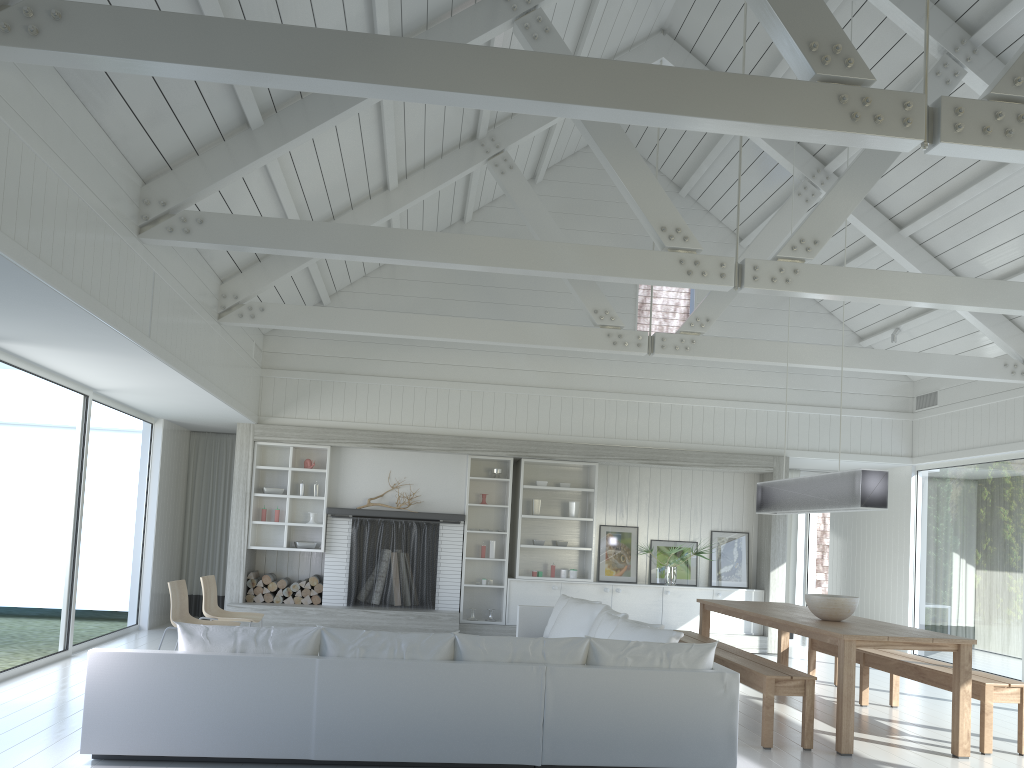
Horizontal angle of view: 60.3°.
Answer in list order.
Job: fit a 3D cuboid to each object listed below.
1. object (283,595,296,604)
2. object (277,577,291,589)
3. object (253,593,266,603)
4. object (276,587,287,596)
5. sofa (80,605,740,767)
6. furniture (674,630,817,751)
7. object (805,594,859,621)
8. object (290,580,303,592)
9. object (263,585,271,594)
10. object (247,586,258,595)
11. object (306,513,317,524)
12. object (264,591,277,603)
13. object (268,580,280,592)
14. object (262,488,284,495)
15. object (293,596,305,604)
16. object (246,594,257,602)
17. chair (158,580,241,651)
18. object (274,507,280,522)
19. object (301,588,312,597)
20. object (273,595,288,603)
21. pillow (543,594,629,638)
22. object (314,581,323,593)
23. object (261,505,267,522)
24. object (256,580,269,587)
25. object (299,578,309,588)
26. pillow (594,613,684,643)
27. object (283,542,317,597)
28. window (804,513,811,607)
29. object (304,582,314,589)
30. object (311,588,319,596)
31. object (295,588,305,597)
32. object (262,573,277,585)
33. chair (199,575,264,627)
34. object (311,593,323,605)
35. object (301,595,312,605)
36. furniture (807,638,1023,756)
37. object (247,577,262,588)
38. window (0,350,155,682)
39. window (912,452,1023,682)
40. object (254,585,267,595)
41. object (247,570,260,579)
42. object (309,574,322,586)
[{"bbox_3d":[-2.621,2.574,10.502,0.134,0.145,0.553,4,-9,-6],"label":"object"},{"bbox_3d":[-2.709,2.368,10.488,0.109,0.108,0.499,4,-9,-7],"label":"object"},{"bbox_3d":[-2.962,2.532,10.468,0.134,0.145,0.553,4,-9,-6],"label":"object"},{"bbox_3d":[-2.727,2.458,10.468,0.080,0.079,0.482,4,-10,-7],"label":"object"},{"bbox_3d":[-0.686,2.033,6.745,3.478,0.732,4.174,4,-10,-6],"label":"sofa"},{"bbox_3d":[1.643,2.334,6.979,0.340,0.467,2.707,3,-10,-6],"label":"furniture"},{"bbox_3d":[2.419,1.698,6.676,0.390,0.184,0.393,5,-9,-15],"label":"object"},{"bbox_3d":[-2.558,2.405,10.502,0.109,0.108,0.499,4,-9,-7],"label":"object"},{"bbox_3d":[-2.877,2.436,10.459,0.080,0.079,0.482,4,-10,-7],"label":"object"},{"bbox_3d":[-3.054,2.435,10.433,0.080,0.079,0.482,4,-10,-7],"label":"object"},{"bbox_3d":[-2.351,1.581,10.370,0.137,0.129,0.138,5,-7,-18],"label":"object"},{"bbox_3d":[-2.856,2.521,10.464,0.110,0.110,0.499,4,-9,-7],"label":"object"},{"bbox_3d":[-2.814,2.395,10.475,0.109,0.108,0.499,4,-9,-7],"label":"object"},{"bbox_3d":[-2.809,1.264,10.357,0.243,0.072,0.244,6,-10,-21],"label":"object"},{"bbox_3d":[-2.523,2.566,10.505,0.108,0.105,0.519,4,-10,-7],"label":"object"},{"bbox_3d":[-3.062,2.529,10.449,0.108,0.105,0.519,4,-10,-7],"label":"object"},{"bbox_3d":[-2.456,1.942,6.892,0.555,0.774,0.600,3,-6,-6],"label":"chair"},{"bbox_3d":[-2.751,1.522,10.333,0.054,0.195,0.055,3,-4,-5],"label":"object"},{"bbox_3d":[-2.431,2.476,10.512,0.109,0.108,0.499,4,-9,-7],"label":"object"},{"bbox_3d":[-2.745,2.531,10.483,0.105,0.114,0.522,4,-9,-6],"label":"object"},{"bbox_3d":[0.660,2.170,7.818,0.463,0.473,2.075,4,-10,-13],"label":"pillow"},{"bbox_3d":[-2.288,2.426,10.530,0.109,0.108,0.499,4,-9,-7],"label":"object"},{"bbox_3d":[-2.902,1.511,10.317,0.054,0.195,0.055,3,-4,-5],"label":"object"},{"bbox_3d":[-2.952,2.348,10.449,0.080,0.079,0.482,4,-10,-7],"label":"object"},{"bbox_3d":[-2.475,2.369,10.500,0.086,0.090,0.483,4,-10,-7],"label":"object"},{"bbox_3d":[0.801,1.892,6.162,0.467,0.473,1.329,5,-9,-14],"label":"pillow"},{"bbox_3d":[-2.554,2.196,10.478,0.342,0.638,0.616,5,-7,-21],"label":"object"},{"bbox_3d":[4.767,2.661,13.655,0.038,2.411,0.952,3,-4,-6],"label":"window"},{"bbox_3d":[-2.413,2.385,10.506,0.080,0.079,0.482,4,-10,-7],"label":"object"},{"bbox_3d":[-2.338,2.473,10.516,0.080,0.079,0.482,4,-10,-7],"label":"object"},{"bbox_3d":[-2.515,2.473,10.490,0.080,0.079,0.482,4,-10,-7],"label":"object"},{"bbox_3d":[-2.879,2.313,10.473,0.110,0.110,0.499,4,-9,-7],"label":"object"},{"bbox_3d":[-2.484,2.074,7.673,0.555,0.774,0.600,3,-6,-6],"label":"chair"},{"bbox_3d":[-2.317,2.558,10.521,0.110,0.110,0.499,4,-9,-7],"label":"object"},{"bbox_3d":[-2.422,2.569,10.524,0.134,0.145,0.553,4,-9,-6],"label":"object"},{"bbox_3d":[3.131,2.436,7.136,0.340,0.467,2.707,3,-10,-6],"label":"furniture"},{"bbox_3d":[-3.050,2.349,10.452,0.109,0.108,0.499,4,-9,-7],"label":"object"},{"bbox_3d":[-3.706,0.885,5.802,0.080,2.399,8.800,3,-9,-6],"label":"window"},{"bbox_3d":[5.603,1.335,5.670,0.080,2.398,11.036,3,-9,-6],"label":"window"},{"bbox_3d":[-2.970,2.439,10.455,0.109,0.108,0.499,4,-9,-7],"label":"object"},{"bbox_3d":[-3.061,2.257,10.443,0.080,0.079,0.482,4,-10,-7],"label":"object"},{"bbox_3d":[-2.348,2.343,10.529,0.110,0.110,0.499,4,-9,-7],"label":"object"}]
